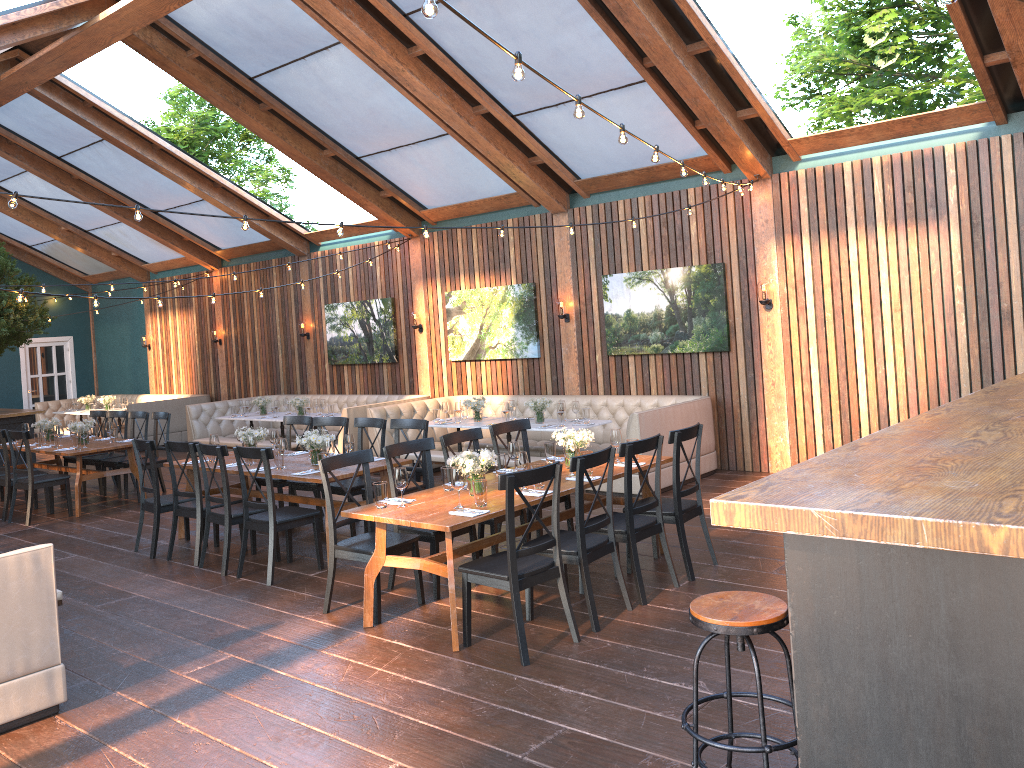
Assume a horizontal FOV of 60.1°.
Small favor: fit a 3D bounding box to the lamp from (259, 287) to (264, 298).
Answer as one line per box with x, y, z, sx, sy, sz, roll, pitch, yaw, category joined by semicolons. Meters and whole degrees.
-2.874;-1.047;10.150;0.056;0.121;0.056;-3;1;28;lamp

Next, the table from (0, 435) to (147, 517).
-5.464;1.088;10.889;2.427;0.729;0.953;-1;4;41;table

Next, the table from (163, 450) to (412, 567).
-2.051;1.058;7.948;2.427;0.729;0.953;-1;4;41;table

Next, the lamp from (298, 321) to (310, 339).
-3.517;-0.908;14.929;0.146;0.320;0.178;-3;1;41;lamp

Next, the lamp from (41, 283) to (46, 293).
-5.641;-1.151;10.647;0.056;0.121;0.056;-4;1;16;lamp

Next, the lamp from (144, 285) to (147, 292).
-6.327;-1.651;15.267;0.056;0.121;0.056;-4;1;23;lamp

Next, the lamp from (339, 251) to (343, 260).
-2.438;-1.832;12.623;0.056;0.120;0.056;-4;1;-7;lamp

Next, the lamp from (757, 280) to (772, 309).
2.728;-0.963;9.548;0.146;0.320;0.178;-3;1;41;lamp

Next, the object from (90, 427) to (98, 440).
-5.205;0.616;11.029;0.092;0.158;0.092;-4;1;7;object

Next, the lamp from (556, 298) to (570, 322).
0.647;-0.945;11.342;0.146;0.320;0.178;-3;1;41;lamp

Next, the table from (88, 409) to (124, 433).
-7.413;0.849;16.728;0.797;0.672;0.801;-2;3;40;table

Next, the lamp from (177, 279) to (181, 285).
-6.004;-1.838;15.939;0.064;0.118;0.056;-5;1;-40;lamp

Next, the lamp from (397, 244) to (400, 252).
-1.650;-1.970;12.834;0.056;0.119;0.063;-4;1;24;lamp

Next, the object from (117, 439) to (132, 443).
-4.611;0.677;10.562;0.157;0.019;0.256;-1;5;41;object

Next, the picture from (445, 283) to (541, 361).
-0.297;-0.838;12.226;1.647;0.997;0.065;-1;2;41;picture

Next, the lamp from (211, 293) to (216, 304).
-3.196;-0.915;9.463;0.056;0.120;0.056;-4;1;-30;lamp

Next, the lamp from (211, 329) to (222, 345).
-5.595;-0.890;16.720;0.146;0.320;0.178;-3;1;41;lamp

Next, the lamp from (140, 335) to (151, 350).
-7.674;-0.872;18.512;0.146;0.320;0.178;-3;1;41;lamp

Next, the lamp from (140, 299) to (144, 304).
-6.757;-1.516;16.150;0.066;0.118;0.056;-4;1;17;lamp

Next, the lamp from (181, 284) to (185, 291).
-6.144;-1.801;16.509;0.074;0.115;0.056;-5;1;-43;lamp

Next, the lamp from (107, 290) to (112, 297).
-6.623;-1.497;14.570;0.068;0.117;0.056;-3;1;38;lamp

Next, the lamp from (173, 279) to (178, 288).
-4.370;-1.309;11.474;0.056;0.117;0.067;-4;1;4;lamp

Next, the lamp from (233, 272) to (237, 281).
-3.713;-1.446;11.861;0.056;0.121;0.056;-4;1;-28;lamp

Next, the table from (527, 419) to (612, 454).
0.594;0.778;9.829;0.797;0.672;0.801;-2;3;40;table

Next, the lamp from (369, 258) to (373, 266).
-1.947;-1.680;12.179;0.060;0.119;0.056;-4;1;-27;lamp

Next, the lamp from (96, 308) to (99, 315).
-7.399;-1.298;15.782;0.056;0.121;0.056;-4;1;18;lamp

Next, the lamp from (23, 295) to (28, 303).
-7.247;-1.273;13.192;0.056;0.119;0.060;-4;1;26;lamp

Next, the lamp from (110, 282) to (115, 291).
-4.999;-1.219;11.058;0.056;0.121;0.056;-4;1;-34;lamp

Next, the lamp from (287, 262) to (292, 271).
-3.085;-1.629;12.255;0.056;0.118;0.064;-3;1;34;lamp

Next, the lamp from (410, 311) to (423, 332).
-1.422;-0.927;13.124;0.146;0.320;0.178;-3;1;41;lamp

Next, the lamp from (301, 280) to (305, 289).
-2.563;-1.218;10.836;0.056;0.120;0.056;-4;1;-21;lamp

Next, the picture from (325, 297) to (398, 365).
-2.413;-0.819;14.040;1.647;0.997;0.065;-1;2;41;picture

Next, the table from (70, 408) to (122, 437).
-8.030;0.854;17.260;0.797;0.672;0.801;-2;3;41;table

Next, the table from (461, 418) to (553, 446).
-0.024;0.784;10.361;0.797;0.672;0.801;-2;3;41;table

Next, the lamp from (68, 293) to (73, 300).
-6.932;-1.373;13.884;0.060;0.119;0.056;-4;1;-25;lamp

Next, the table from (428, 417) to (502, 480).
-0.641;0.789;10.893;0.797;0.672;0.801;-2;3;40;table

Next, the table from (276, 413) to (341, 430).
-2.826;0.808;12.776;0.797;0.672;0.801;-2;3;40;table

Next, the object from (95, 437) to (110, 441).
-5.054;0.681;10.945;0.157;0.019;0.256;-1;5;41;object

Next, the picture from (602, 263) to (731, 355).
1.782;-0.857;10.442;1.647;0.997;0.065;-1;2;41;picture

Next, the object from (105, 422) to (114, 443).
-4.788;0.578;10.537;0.092;0.244;0.092;-4;1;-24;object

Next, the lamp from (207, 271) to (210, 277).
-5.706;-2.060;16.623;0.056;0.120;0.056;-4;1;-20;lamp

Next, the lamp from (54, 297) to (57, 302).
-10.142;-1.879;19.661;0.056;0.121;0.056;-4;1;23;lamp

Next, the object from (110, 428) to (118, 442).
-4.782;0.614;10.635;0.092;0.158;0.092;-4;1;-13;object

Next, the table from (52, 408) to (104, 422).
-8.648;0.860;17.792;0.797;0.672;0.801;-2;3;40;table

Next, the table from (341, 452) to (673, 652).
0.107;1.037;6.121;0.949;0.729;2.439;-2;4;41;table

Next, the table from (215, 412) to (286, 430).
-4.061;0.819;13.840;0.797;0.672;0.801;-2;3;40;table

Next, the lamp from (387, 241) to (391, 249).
-1.805;-2.036;12.992;0.056;0.121;0.056;-4;1;-28;lamp

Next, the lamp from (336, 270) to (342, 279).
-2.255;-1.429;11.513;0.071;0.116;0.056;-4;1;-27;lamp

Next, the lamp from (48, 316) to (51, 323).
-8.057;-1.131;15.412;0.056;0.121;0.056;-4;1;17;lamp

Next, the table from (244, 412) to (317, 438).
-3.443;0.814;13.308;0.797;0.672;0.801;-2;3;41;table
